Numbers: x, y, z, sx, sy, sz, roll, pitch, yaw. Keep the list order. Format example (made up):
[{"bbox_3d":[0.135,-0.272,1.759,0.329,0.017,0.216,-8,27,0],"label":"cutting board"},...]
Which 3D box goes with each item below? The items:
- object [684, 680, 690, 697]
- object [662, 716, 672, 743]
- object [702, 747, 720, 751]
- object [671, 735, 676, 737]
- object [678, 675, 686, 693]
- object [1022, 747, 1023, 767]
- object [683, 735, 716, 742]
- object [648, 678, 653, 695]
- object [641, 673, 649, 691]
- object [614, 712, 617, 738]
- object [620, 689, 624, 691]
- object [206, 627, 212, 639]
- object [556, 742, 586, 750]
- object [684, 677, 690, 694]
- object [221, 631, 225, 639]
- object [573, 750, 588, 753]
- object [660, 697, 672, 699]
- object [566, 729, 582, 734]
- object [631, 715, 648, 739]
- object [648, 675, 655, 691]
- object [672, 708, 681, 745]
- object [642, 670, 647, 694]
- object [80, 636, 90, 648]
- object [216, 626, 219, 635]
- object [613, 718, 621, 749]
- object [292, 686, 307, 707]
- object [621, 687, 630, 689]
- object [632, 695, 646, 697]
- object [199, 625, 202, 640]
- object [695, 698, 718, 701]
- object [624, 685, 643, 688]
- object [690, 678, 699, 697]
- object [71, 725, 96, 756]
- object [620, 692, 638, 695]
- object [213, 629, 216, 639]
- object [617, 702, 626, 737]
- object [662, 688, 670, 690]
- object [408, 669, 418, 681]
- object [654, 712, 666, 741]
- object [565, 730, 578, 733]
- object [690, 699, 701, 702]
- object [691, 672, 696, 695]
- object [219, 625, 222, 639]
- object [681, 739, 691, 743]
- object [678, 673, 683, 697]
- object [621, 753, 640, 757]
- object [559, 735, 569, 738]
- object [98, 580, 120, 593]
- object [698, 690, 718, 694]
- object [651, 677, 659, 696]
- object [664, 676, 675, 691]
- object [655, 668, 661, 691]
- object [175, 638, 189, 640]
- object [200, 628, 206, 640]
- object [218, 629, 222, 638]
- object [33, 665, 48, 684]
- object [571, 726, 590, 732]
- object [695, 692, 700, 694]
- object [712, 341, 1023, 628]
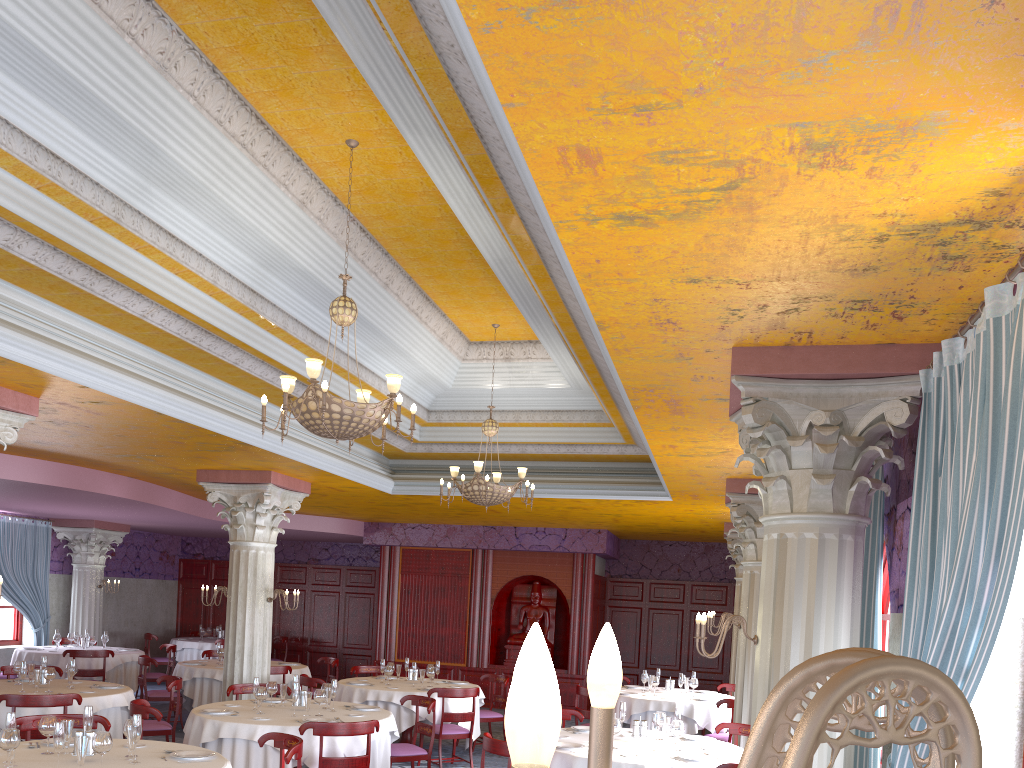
[{"bbox_3d":[2.468,4.303,12.094,0.086,0.236,0.086,3,-1,-6],"label":"object"},{"bbox_3d":[1.435,3.204,7.944,0.085,0.236,0.086,2,-1,39],"label":"object"},{"bbox_3d":[1.774,3.258,7.640,0.160,0.009,0.161,10,-16,-25],"label":"object"},{"bbox_3d":[1.644,3.414,8.307,0.259,0.019,0.055,10,-14,-27],"label":"object"},{"bbox_3d":[2.522,4.445,12.701,0.122,0.263,0.123,3,-2,5],"label":"object"},{"bbox_3d":[2.226,0.882,2.506,0.159,2.514,3.663,3,-9,14],"label":"object"},{"bbox_3d":[1.783,3.378,8.147,0.312,0.024,0.323,0,-14,14],"label":"object"},{"bbox_3d":[1.969,4.302,12.192,0.086,0.236,0.086,3,-1,-6],"label":"object"},{"bbox_3d":[1.961,4.402,12.646,0.122,0.263,0.124,2,-2,28],"label":"object"},{"bbox_3d":[0.936,3.202,8.042,0.085,0.236,0.086,3,-1,17],"label":"object"},{"bbox_3d":[1.581,4.483,12.545,0.159,0.009,0.163,-6,-17,33],"label":"object"},{"bbox_3d":[-6.851,5.638,19.368,0.123,0.263,0.122,4,-2,-40],"label":"object"},{"bbox_3d":[0.479,3.108,7.343,0.312,0.024,0.323,0,-14,14],"label":"object"},{"bbox_3d":[2.567,4.434,12.594,0.085,0.236,0.086,2,-1,39],"label":"object"},{"bbox_3d":[-6.344,5.538,18.816,0.086,0.236,0.086,3,-1,-6],"label":"object"},{"bbox_3d":[0.617,3.077,7.182,0.259,0.019,0.055,10,-14,-27],"label":"object"},{"bbox_3d":[2.116,4.312,11.754,0.161,0.009,0.161,13,-17,-35],"label":"object"},{"bbox_3d":[0.600,3.361,8.281,0.022,0.003,0.257,11,-16,-30],"label":"object"},{"bbox_3d":[1.169,3.132,7.822,0.144,0.210,0.072,3,-1,-6],"label":"object"},{"bbox_3d":[2.068,4.433,12.692,0.086,0.236,0.086,3,-1,-6],"label":"object"},{"bbox_3d":[1.511,3.132,7.837,0.074,0.334,0.074,3,0,5],"label":"object"},{"bbox_3d":[1.898,4.276,12.297,0.074,0.334,0.073,3,0,-40],"label":"object"},{"bbox_3d":[-7.359,4.442,14.780,0.144,0.210,0.072,3,-1,-6],"label":"object"},{"bbox_3d":[-6.447,5.466,18.741,0.074,0.334,0.074,3,0,5],"label":"object"},{"bbox_3d":[0.884,3.033,7.434,0.123,0.263,0.122,4,-2,-17],"label":"object"},{"bbox_3d":[-2.172,3.199,8.776,0.144,0.210,0.072,3,-1,-6],"label":"object"},{"bbox_3d":[1.701,4.576,12.908,0.055,0.019,0.261,9,-15,-25],"label":"object"},{"bbox_3d":[1.749,4.307,11.832,0.259,0.019,0.055,10,-14,-27],"label":"object"},{"bbox_3d":[-6.914,5.511,19.019,0.074,0.334,0.074,3,0,5],"label":"object"},{"bbox_3d":[2.664,4.330,11.742,0.312,0.024,0.323,0,-14,14],"label":"object"},{"bbox_3d":[1.862,4.617,13.047,0.312,0.024,0.323,0,-14,14],"label":"object"},{"bbox_3d":[2.577,4.307,12.139,0.122,0.263,0.124,2,-2,28],"label":"object"},{"bbox_3d":[-2.896,2.412,5.802,0.144,0.210,0.072,3,-1,-6],"label":"object"},{"bbox_3d":[1.611,4.338,11.993,0.312,0.024,0.323,0,-14,14],"label":"object"},{"bbox_3d":[-6.744,5.668,19.414,0.086,0.236,0.086,3,-1,-6],"label":"object"},{"bbox_3d":[1.044,3.178,8.115,0.074,0.334,0.073,3,0,-17],"label":"object"},{"bbox_3d":[2.371,4.659,13.081,0.159,0.009,0.163,-6,-17,33],"label":"object"},{"bbox_3d":[-1.387,4.052,12.001,0.144,0.210,0.072,3,-1,-6],"label":"object"},{"bbox_3d":[1.390,3.215,8.051,0.122,0.263,0.123,3,-2,5],"label":"object"},{"bbox_3d":[0.569,3.345,8.258,0.055,0.019,0.261,9,-15,-25],"label":"object"},{"bbox_3d":[2.496,4.307,11.665,0.028,0.013,0.236,9,-15,-29],"label":"object"},{"bbox_3d":[2.643,4.362,12.487,0.074,0.334,0.073,3,0,-40],"label":"object"},{"bbox_3d":[-6.636,5.644,19.487,0.074,0.334,0.074,3,0,5],"label":"object"},{"bbox_3d":[1.630,3.344,8.014,0.030,0.010,0.141,9,-15,-27],"label":"object"},{"bbox_3d":[2.365,4.230,12.019,0.074,0.334,0.073,3,0,-40],"label":"object"},{"bbox_3d":[0.984,3.081,7.104,0.161,0.009,0.161,13,-17,-35],"label":"object"},{"bbox_3d":[0.449,3.253,7.895,0.158,0.009,0.164,-1,-14,14],"label":"object"},{"bbox_3d":[-6.174,4.205,15.542,5.701,1.176,0.356,-9,-8,41],"label":"object"},{"bbox_3d":[2.915,4.608,12.797,0.312,0.024,0.323,0,-14,14],"label":"object"},{"bbox_3d":[2.015,4.264,12.084,0.123,0.263,0.122,4,-2,-17],"label":"object"},{"bbox_3d":[2.301,4.362,12.472,0.144,0.210,0.072,3,-1,-6],"label":"object"},{"bbox_3d":[2.176,4.408,12.765,0.074,0.334,0.073,3,0,-40],"label":"object"},{"bbox_3d":[-7.202,5.574,18.714,0.313,0.024,0.322,4,-14,-6],"label":"object"},{"bbox_3d":[-6.797,5.499,18.806,0.123,0.263,0.122,4,-2,-40],"label":"object"},{"bbox_3d":[-6.511,5.598,19.194,0.144,0.210,0.072,3,-1,-6],"label":"object"},{"bbox_3d":[-5.220,3.219,9.487,0.144,0.210,0.072,3,-1,-6],"label":"object"},{"bbox_3d":[0.730,3.386,8.397,0.315,0.024,0.321,7,-15,-15],"label":"object"},{"bbox_3d":[2.762,4.574,12.664,0.030,0.010,0.141,9,-15,-27],"label":"object"},{"bbox_3d":[2.027,1.667,4.670,2.087,3.540,30.018,2,-14,14],"label":"object"}]
